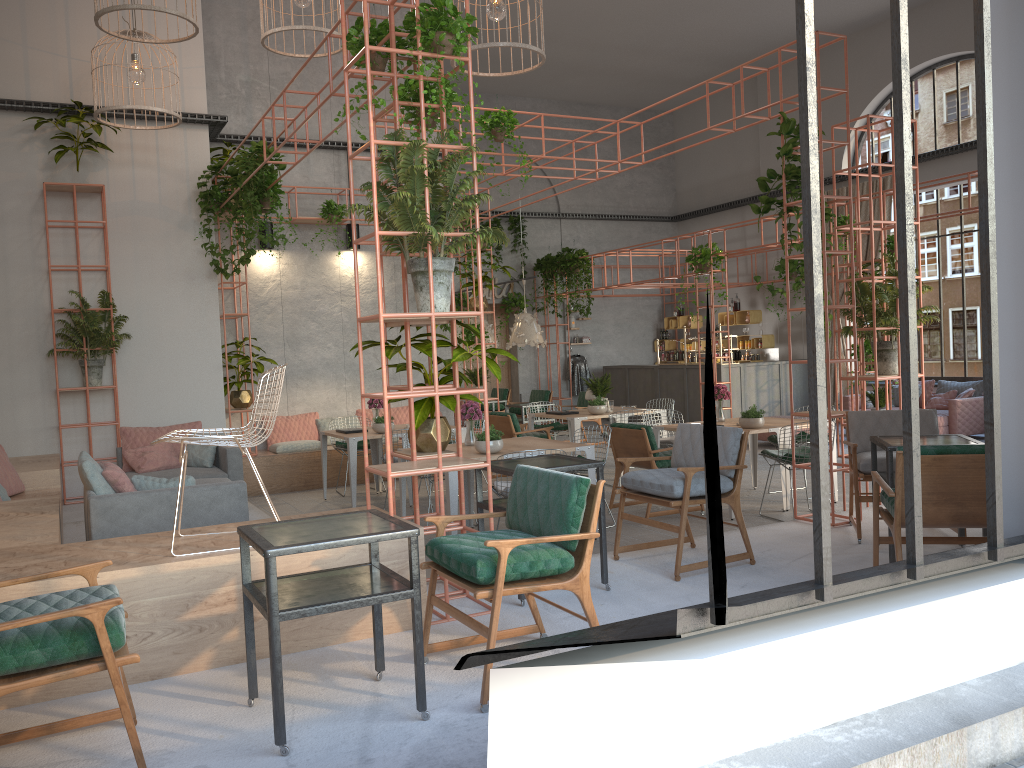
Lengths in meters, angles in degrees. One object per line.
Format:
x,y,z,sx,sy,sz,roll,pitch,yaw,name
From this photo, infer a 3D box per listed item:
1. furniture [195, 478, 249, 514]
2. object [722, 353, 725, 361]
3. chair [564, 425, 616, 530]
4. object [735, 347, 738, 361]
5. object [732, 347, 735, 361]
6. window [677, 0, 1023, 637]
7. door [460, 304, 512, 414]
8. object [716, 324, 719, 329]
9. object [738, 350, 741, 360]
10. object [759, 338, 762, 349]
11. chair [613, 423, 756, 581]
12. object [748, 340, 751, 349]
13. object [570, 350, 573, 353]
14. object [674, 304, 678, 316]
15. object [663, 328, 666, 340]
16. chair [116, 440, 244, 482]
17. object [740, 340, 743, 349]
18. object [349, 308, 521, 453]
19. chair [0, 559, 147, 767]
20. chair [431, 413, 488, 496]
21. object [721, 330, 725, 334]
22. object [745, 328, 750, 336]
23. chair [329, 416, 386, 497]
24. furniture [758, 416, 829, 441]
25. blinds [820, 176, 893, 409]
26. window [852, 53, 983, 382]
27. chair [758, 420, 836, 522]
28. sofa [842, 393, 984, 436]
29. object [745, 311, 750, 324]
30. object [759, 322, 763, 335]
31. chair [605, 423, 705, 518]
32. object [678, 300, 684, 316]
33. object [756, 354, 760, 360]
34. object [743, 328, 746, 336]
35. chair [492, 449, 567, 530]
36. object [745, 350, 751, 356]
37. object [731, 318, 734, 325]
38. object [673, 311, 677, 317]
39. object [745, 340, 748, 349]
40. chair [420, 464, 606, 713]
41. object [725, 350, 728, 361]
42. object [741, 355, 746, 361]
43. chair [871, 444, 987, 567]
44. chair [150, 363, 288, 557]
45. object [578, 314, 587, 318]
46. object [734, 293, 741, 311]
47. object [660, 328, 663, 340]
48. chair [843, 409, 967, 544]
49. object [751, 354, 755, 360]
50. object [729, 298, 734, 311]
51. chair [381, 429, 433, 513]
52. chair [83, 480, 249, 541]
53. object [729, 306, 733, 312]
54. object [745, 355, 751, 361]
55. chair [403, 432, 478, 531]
-2.912,1.113,7.915,0.941,0.446,0.975,-4,2,-27,furniture
4.584,-0.607,19.158,0.073,0.219,0.105,-3,2,-21,object
0.596,0.885,8.364,0.717,0.941,0.565,-4,3,-31,chair
4.798,-0.641,18.945,0.065,0.280,0.065,-2,2,16,object
4.720,-0.640,18.899,0.066,0.291,0.066,-5,3,-43,object
0.322,-1.971,2.580,4.126,5.544,0.089,-4,2,-27,window
-0.764,-0.418,20.093,1.360,2.729,0.551,-4,2,-27,door
4.496,-1.175,19.442,0.066,0.291,0.066,-3,2,-20,object
4.869,-0.649,18.985,0.074,0.287,0.072,-2,2,5,object
5.116,-0.830,18.153,0.131,0.207,0.131,-2,2,18,object
1.158,0.760,6.044,0.685,0.929,0.722,-4,2,-27,chair
4.939,-0.823,18.408,0.069,0.191,0.069,-3,2,-10,object
1.347,-0.744,20.308,0.093,0.121,0.049,-4,2,-25,object
3.873,-1.727,20.806,0.134,0.301,0.134,-4,3,-38,object
3.624,-1.200,21.153,0.066,0.291,0.066,-3,2,-20,object
-3.427,0.976,9.149,1.127,0.672,1.052,-4,2,-27,chair
4.823,-0.827,18.635,0.069,0.191,0.069,-3,2,-15,object
-0.466,-0.036,5.563,0.934,0.923,0.903,-1,3,30,object
-1.749,1.002,3.259,0.685,0.929,0.722,-4,2,-27,chair
-0.645,0.849,10.801,0.717,0.941,0.565,-4,3,-31,chair
4.609,-1.106,19.380,0.115,0.147,0.115,-3,2,-18,object
4.913,-1.092,18.494,0.083,0.159,0.083,-2,2,18,object
-1.958,0.896,11.170,0.565,0.941,0.717,-4,2,-26,chair
4.337,0.742,14.055,0.941,0.446,0.976,-4,2,-27,furniture
7.129,-1.540,15.287,0.414,4.389,4.957,-4,2,-26,blinds
7.593,-2.804,15.374,0.089,5.538,4.127,-4,2,-27,window
2.683,0.790,8.324,0.565,0.941,0.717,-3,2,-11,chair
6.218,0.537,14.278,1.960,0.672,2.219,-4,2,-27,sofa
4.951,-1.388,18.557,0.137,0.261,0.137,-2,2,9,object
5.140,-1.152,18.314,0.075,0.273,0.075,-4,3,-38,object
1.396,0.835,8.804,0.685,0.917,0.722,-4,2,-27,chair
3.926,-1.764,20.617,0.134,0.386,0.134,-2,2,7,object
5.142,-0.565,18.527,0.073,0.131,0.073,-4,3,-34,object
4.871,-1.093,18.575,0.083,0.159,0.083,-2,2,18,object
0.133,0.956,7.082,0.565,0.941,0.717,-3,2,-11,chair
4.955,-0.651,18.584,0.115,0.107,0.115,-1,3,29,object
4.726,-1.330,18.869,0.123,0.142,0.141,-4,2,-27,object
3.792,-1.625,20.585,0.088,0.123,0.088,-1,3,29,object
4.897,-0.824,18.489,0.069,0.191,0.069,-2,2,9,object
-0.003,0.887,4.147,0.685,0.929,0.722,-4,2,-27,chair
4.637,-0.621,19.063,0.072,0.248,0.094,-4,2,-27,object
4.871,-0.544,18.618,0.115,0.107,0.115,-4,3,-30,object
2.368,0.759,4.766,0.722,0.917,0.685,-2,2,13,chair
-1.540,0.377,4.734,0.717,0.941,0.565,-3,2,-18,chair
1.641,-1.565,20.395,0.263,0.101,0.013,-4,2,-27,object
4.798,-1.739,18.907,0.134,0.386,0.134,-4,3,-38,object
3.556,-1.195,21.117,0.066,0.291,0.066,-1,3,33,object
2.889,0.666,6.600,0.722,0.914,0.685,-2,2,13,chair
5.017,-0.556,18.457,0.073,0.131,0.073,-4,3,-34,object
4.745,-1.702,19.095,0.134,0.301,0.134,-4,3,-38,object
-1.108,0.920,9.519,0.565,0.941,0.717,-3,2,-11,chair
-2.576,0.992,6.577,1.056,0.586,1.127,-4,2,-27,chair
4.663,-1.600,18.875,0.088,0.123,0.088,-1,3,29,object
4.930,-0.542,18.502,0.115,0.107,0.115,-1,3,29,object
-0.717,0.932,8.733,0.565,0.941,0.717,-4,2,-26,chair
